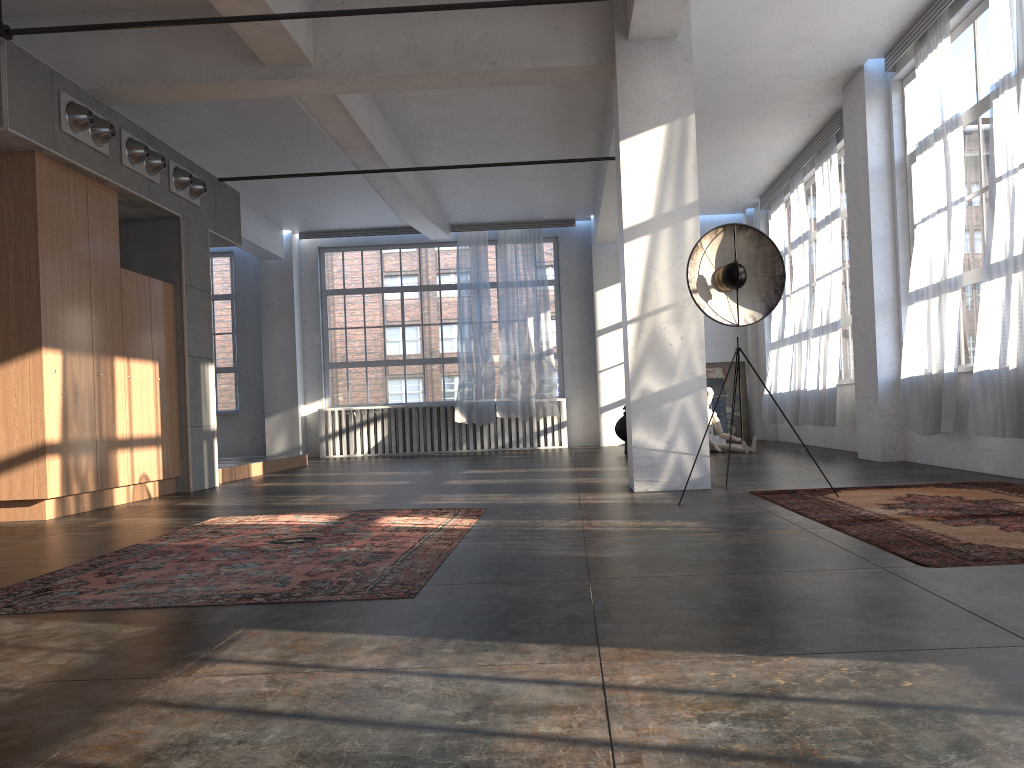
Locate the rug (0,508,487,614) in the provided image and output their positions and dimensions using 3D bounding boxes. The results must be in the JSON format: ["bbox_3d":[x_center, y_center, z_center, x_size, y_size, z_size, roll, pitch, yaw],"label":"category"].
[{"bbox_3d":[-1.184,0.831,4.602,1.852,0.029,2.890,-3,-2,3],"label":"rug"}]

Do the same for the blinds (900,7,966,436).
[{"bbox_3d":[3.675,-1.401,7.756,0.314,3.712,1.026,-2,-1,2],"label":"blinds"}]

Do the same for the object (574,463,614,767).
[{"bbox_3d":[-9.692,1.395,5.883,27.171,0.001,19.776,-2,-2,2],"label":"object"}]

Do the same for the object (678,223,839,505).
[{"bbox_3d":[1.600,-0.167,6.335,1.054,1.919,1.182,-2,-1,2],"label":"object"}]

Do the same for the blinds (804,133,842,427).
[{"bbox_3d":[3.879,-1.302,11.020,0.360,3.674,1.033,-2,-1,2],"label":"blinds"}]

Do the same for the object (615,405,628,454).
[{"bbox_3d":[1.686,0.645,12.603,0.451,0.693,0.434,-2,-1,-33],"label":"object"}]

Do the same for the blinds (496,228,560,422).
[{"bbox_3d":[0.230,-1.104,15.080,1.056,3.500,1.001,-2,-1,3],"label":"blinds"}]

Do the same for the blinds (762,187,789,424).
[{"bbox_3d":[4.032,-1.236,13.550,0.339,3.696,1.035,-2,-1,0],"label":"blinds"}]

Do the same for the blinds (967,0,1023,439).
[{"bbox_3d":[3.554,-1.444,6.255,0.360,3.674,1.033,-2,-1,2],"label":"blinds"}]

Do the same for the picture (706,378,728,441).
[{"bbox_3d":[3.025,0.459,15.427,1.432,1.141,0.304,-2,-1,-1],"label":"picture"}]

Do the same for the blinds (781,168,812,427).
[{"bbox_3d":[3.971,-1.263,12.359,0.314,3.712,1.026,-2,-1,2],"label":"blinds"}]

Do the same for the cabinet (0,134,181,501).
[{"bbox_3d":[-7.410,-0.235,7.738,8.098,2.562,2.382,-2,-1,1],"label":"cabinet"}]

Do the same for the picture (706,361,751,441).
[{"bbox_3d":[3.557,0.311,15.518,1.146,1.386,0.253,-2,-1,1],"label":"picture"}]

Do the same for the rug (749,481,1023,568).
[{"bbox_3d":[2.526,0.693,4.838,1.813,0.009,3.134,-2,-2,2],"label":"rug"}]

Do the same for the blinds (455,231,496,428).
[{"bbox_3d":[-0.661,-1.025,15.236,0.691,3.558,0.878,-2,-1,2],"label":"blinds"}]
